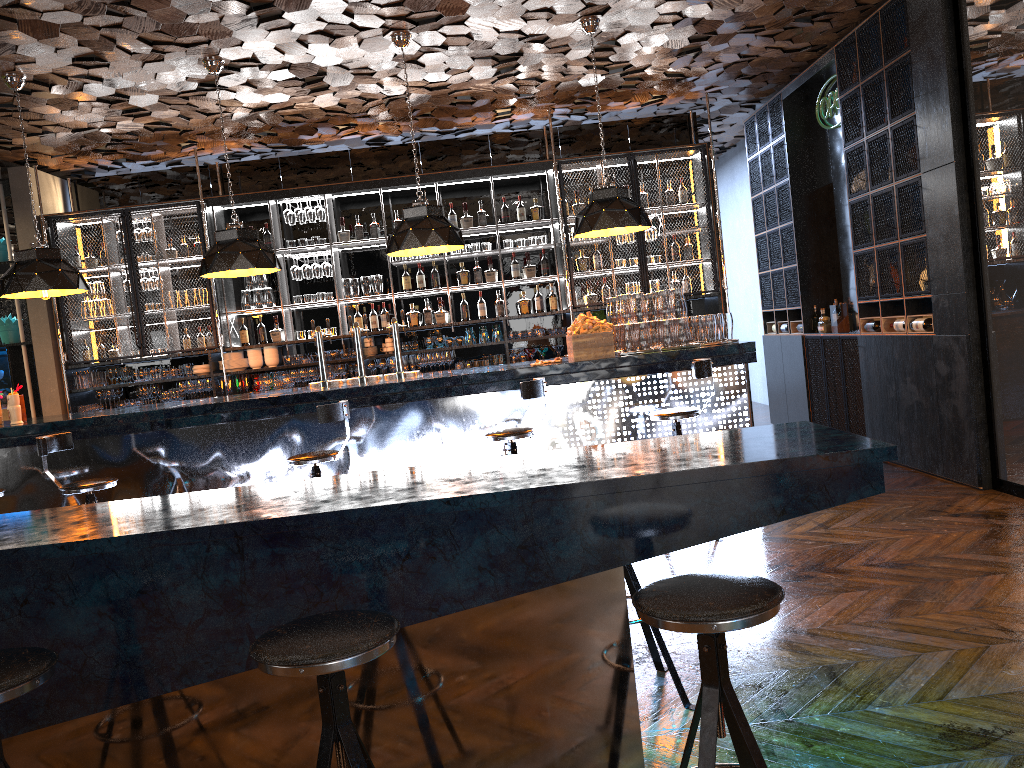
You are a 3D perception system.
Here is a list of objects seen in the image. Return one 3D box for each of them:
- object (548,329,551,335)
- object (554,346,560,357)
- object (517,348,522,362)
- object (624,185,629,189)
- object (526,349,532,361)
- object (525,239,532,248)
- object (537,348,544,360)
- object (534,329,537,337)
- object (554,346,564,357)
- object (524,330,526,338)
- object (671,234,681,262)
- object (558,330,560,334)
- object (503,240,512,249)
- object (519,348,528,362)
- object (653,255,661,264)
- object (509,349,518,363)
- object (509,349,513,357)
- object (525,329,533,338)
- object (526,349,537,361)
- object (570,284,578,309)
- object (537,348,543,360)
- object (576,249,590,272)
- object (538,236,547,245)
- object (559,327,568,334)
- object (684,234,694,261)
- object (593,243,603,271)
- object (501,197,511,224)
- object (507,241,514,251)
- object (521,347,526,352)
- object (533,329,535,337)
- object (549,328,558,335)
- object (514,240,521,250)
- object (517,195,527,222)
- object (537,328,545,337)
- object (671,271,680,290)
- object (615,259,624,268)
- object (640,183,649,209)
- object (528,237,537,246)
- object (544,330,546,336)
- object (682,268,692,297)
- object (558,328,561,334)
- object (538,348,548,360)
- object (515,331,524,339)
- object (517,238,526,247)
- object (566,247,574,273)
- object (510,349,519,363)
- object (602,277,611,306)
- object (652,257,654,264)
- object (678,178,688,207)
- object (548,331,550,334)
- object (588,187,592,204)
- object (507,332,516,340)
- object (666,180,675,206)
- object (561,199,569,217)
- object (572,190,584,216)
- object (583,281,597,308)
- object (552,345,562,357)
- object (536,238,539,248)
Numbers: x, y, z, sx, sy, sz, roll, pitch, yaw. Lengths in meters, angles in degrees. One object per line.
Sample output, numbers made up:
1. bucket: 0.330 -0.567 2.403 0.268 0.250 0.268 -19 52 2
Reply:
1. object: 0.423 -0.540 9.165 0.088 0.070 0.098 -5 4 22
2. object: 0.485 -0.317 9.171 0.107 0.152 0.107 -6 3 13
3. object: 0.096 -0.284 9.178 0.089 0.174 0.089 -9 4 -40
4. object: 1.198 -1.916 9.176 0.123 0.279 0.123 -6 3 2
5. object: 0.202 -0.290 9.303 0.106 0.148 0.106 -5 3 18
6. object: 0.177 -1.465 9.260 0.089 0.092 0.089 -7 3 -15
7. object: 0.321 -0.297 9.190 0.106 0.148 0.106 -5 4 27
8. object: 0.273 -0.527 9.126 0.084 0.082 0.084 -6 3 5
9. object: 0.489 -0.310 9.054 0.107 0.152 0.107 -5 4 24
10. object: 0.167 -0.520 9.220 0.084 0.082 0.084 -7 3 -4
11. object: 1.696 -1.410 9.219 0.086 0.299 0.086 -9 4 -42
12. object: 0.519 -0.554 9.220 0.088 0.070 0.098 -3 5 45
13. object: -0.046 -1.431 9.107 0.089 0.092 0.089 -7 3 -15
14. object: 0.121 -0.281 9.081 0.089 0.174 0.089 -9 4 -40
15. object: 1.501 -1.282 9.175 0.089 0.092 0.089 -7 3 -17
16. object: 0.015 -0.265 9.020 0.089 0.174 0.089 -9 4 -40
17. object: 0.010 -0.276 9.209 0.089 0.174 0.089 -9 4 -40
18. object: 0.175 -0.509 9.026 0.084 0.082 0.084 -5 3 17
19. object: 0.208 -0.278 9.069 0.106 0.148 0.106 -5 3 17
20. object: 0.628 -0.922 9.221 0.086 0.298 0.086 -9 4 -42
21. object: 0.316 -0.303 9.305 0.106 0.148 0.106 -4 4 38
22. object: 0.737 -1.273 9.197 0.151 0.248 0.094 -6 3 8
23. object: 0.313 -1.472 9.112 0.089 0.092 0.089 -7 3 -15
24. object: 0.526 -0.544 9.020 0.088 0.070 0.098 -6 3 9
25. object: 1.832 -1.416 9.219 0.083 0.282 0.083 -6 3 9
26. object: 0.887 -1.316 9.213 0.086 0.298 0.086 -9 4 -42
27. object: -0.069 -1.781 9.152 0.086 0.299 0.086 -9 4 -42
28. object: -0.025 -1.441 9.246 0.089 0.092 0.089 -3 4 43
29. object: 0.108 -0.291 9.276 0.089 0.174 0.089 -9 4 -40
30. object: 0.191 -0.517 9.124 0.084 0.082 0.084 -5 4 26
31. object: 0.424 -0.535 9.068 0.088 0.070 0.098 -4 4 34
32. object: 0.072 -1.454 9.283 0.089 0.092 0.089 -7 3 -15
33. object: 0.094 -1.801 9.183 0.086 0.298 0.086 -9 4 -42
34. object: 0.293 -0.523 9.028 0.084 0.082 0.084 -8 3 -19
35. object: 1.698 -1.036 9.236 0.083 0.282 0.083 -7 3 -16
36. object: 1.109 -1.235 9.126 0.089 0.092 0.089 -7 3 -17
37. object: 1.354 -1.936 9.178 0.083 0.282 0.083 -7 3 -16
38. object: 0.213 -1.460 9.104 0.089 0.092 0.089 -4 4 38
39. object: 0.306 -0.540 9.295 0.084 0.082 0.084 -9 4 -41
40. object: 1.821 -1.058 9.252 0.086 0.298 0.086 -9 4 -42
41. object: 0.521 -0.549 9.118 0.098 0.070 0.088 -5 4 26
42. object: 0.325 -0.291 9.074 0.106 0.148 0.106 -6 3 9
43. object: 0.078 -0.498 9.026 0.084 0.082 0.084 -6 3 0
44. object: 0.097 -1.449 9.139 0.089 0.092 0.089 -7 3 -2
45. object: 0.583 -1.273 9.193 0.083 0.282 0.083 -7 3 -16
46. object: 0.023 -0.272 9.115 0.089 0.174 0.089 -9 4 -40
47. object: 0.977 -0.962 9.224 0.086 0.299 0.086 -9 4 -42
48. object: 1.445 -1.284 9.309 0.089 0.092 0.089 -7 3 -17
49. object: 1.772 -1.993 9.213 0.086 0.298 0.086 -9 4 -37
50. object: 0.424 -0.546 9.266 0.088 0.070 0.098 -7 3 -17
51. object: 0.831 -1.883 9.170 0.086 0.297 0.086 -9 4 -42
52. object: -0.003 -0.489 9.027 0.084 0.082 0.084 -7 3 -9
53. object: 1.635 -1.967 9.184 0.083 0.282 0.083 -6 3 14
54. object: 0.535 -1.849 9.167 0.086 0.299 0.086 -9 4 -42
55. object: 0.683 -1.855 9.151 0.123 0.279 0.123 -6 3 7
56. object: 0.810 -0.931 9.205 0.123 0.279 0.123 -7 3 -12
57. object: 0.478 -0.323 9.300 0.107 0.152 0.107 -6 3 5
58. object: 0.285 -1.478 9.275 0.089 0.092 0.089 -4 4 38
